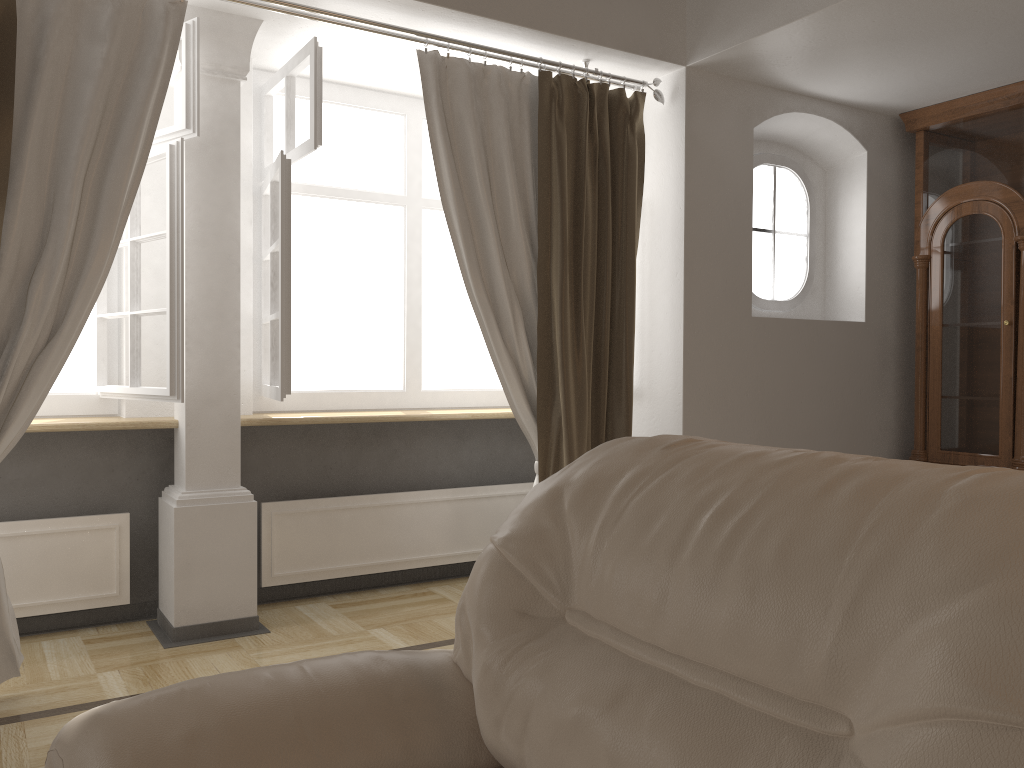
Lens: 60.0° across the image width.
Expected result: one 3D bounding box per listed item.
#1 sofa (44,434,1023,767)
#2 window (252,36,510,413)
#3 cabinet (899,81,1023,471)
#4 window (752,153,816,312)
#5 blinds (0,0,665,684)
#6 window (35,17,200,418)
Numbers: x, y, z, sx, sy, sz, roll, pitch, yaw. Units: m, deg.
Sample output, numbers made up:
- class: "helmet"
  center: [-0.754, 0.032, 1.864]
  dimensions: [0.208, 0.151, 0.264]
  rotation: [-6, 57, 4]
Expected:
- class: "sofa"
  center: [0.102, 0.537, 0.975]
  dimensions: [1.052, 0.900, 1.318]
  rotation: [0, 1, -32]
- class: "window"
  center: [-0.335, -0.619, 3.981]
  dimensions: [1.653, 1.500, 0.782]
  rotation: [0, 1, -32]
- class: "cabinet"
  center: [2.800, -0.194, 3.641]
  dimensions: [0.587, 2.298, 2.360]
  rotation: [0, 1, -32]
- class: "window"
  center: [1.304, -0.754, 4.447]
  dimensions: [0.600, 0.784, 0.050]
  rotation: [0, 1, -32]
- class: "blinds"
  center: [-1.805, -0.202, 2.411]
  dimensions: [5.765, 2.294, 0.285]
  rotation: [0, 1, -32]
- class: "window"
  center: [-2.036, -0.609, 2.949]
  dimensions: [1.759, 1.500, 0.784]
  rotation: [0, 1, -32]
